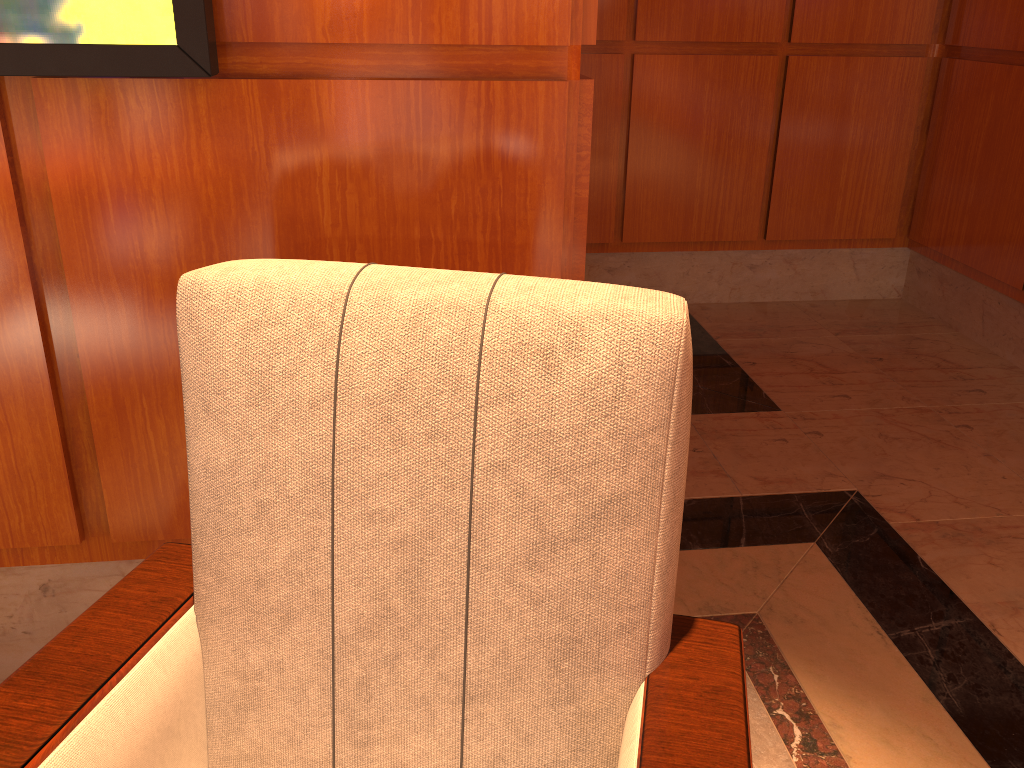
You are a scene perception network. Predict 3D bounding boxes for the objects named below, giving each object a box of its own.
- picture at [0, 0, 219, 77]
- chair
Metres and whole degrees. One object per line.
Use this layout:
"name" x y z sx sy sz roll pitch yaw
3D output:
"picture" -1.378 -1.178 0.764 1.996 1.713 0.057 -2 22 -7
"chair" -0.149 0.419 0.875 0.738 0.948 0.637 5 23 10
